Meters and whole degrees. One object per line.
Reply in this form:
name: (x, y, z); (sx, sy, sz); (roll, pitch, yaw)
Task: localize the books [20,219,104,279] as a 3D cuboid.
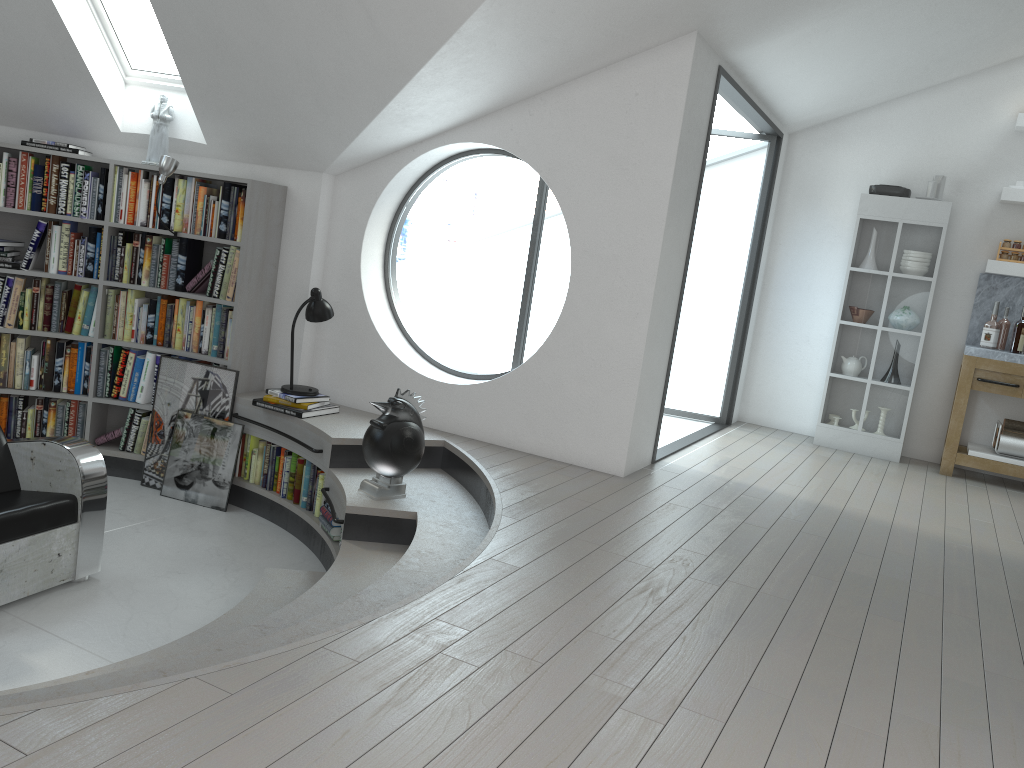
books: (-2.886, -0.891, 5.798); (0.552, 0.349, 0.257); (6, 8, -18)

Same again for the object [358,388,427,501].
object: (-0.607, 0.297, 4.573); (0.320, 0.560, 0.321); (8, 7, -2)

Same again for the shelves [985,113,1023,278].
shelves: (6.222, -0.807, 5.756); (5.559, 1.357, 0.481); (11, 8, 20)

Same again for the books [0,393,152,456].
books: (-3.026, 0.228, 5.861); (1.496, 0.310, 0.361); (7, 8, -12)

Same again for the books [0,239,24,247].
books: (-3.334, -0.912, 5.662); (0.286, 0.031, 0.270); (9, 8, 5)

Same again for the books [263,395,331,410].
books: (-1.331, 0.101, 5.494); (0.305, 0.034, 0.287); (11, 9, 15)

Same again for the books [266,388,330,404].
books: (-1.326, 0.069, 5.490); (0.286, 0.031, 0.269); (14, 10, 35)

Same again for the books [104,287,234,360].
books: (-2.190, -0.404, 5.846); (1.021, 0.346, 0.276); (10, 8, 11)

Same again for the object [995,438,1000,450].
object: (3.805, 0.487, 6.479); (0.480, 0.083, 0.093); (12, 9, 23)

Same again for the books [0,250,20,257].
books: (-3.343, -0.850, 5.670); (0.285, 0.031, 0.270); (6, 9, -14)

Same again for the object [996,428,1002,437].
object: (3.822, 0.406, 6.540); (0.436, 0.079, 0.115); (12, 9, 23)

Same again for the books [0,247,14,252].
books: (-3.338, -0.881, 5.666); (0.226, 0.036, 0.214); (6, 9, -14)

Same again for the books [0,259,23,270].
books: (-3.352, -0.788, 5.677); (0.387, 0.042, 0.367); (5, 9, -24)

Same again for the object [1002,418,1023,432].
object: (3.774, 0.332, 6.510); (0.292, 0.102, 0.104); (12, 8, 23)

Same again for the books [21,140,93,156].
books: (-2.929, -1.512, 5.717); (0.336, 0.036, 0.318); (7, 9, -12)

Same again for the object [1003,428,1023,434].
object: (3.772, 0.400, 6.451); (0.363, 0.086, 0.101); (12, 9, 23)

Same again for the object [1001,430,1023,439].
object: (3.761, 0.426, 6.371); (0.438, 0.093, 0.092); (12, 8, 23)

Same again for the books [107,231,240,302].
books: (-2.141, -0.781, 5.795); (1.053, 0.357, 0.280); (10, 8, 11)

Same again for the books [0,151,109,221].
books: (-3.069, -1.290, 5.642); (0.968, 0.366, 0.307); (5, 8, -21)

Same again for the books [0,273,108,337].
books: (-3.114, -0.529, 5.746); (0.973, 0.351, 0.253); (5, 8, -22)

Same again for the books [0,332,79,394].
books: (-3.252, -0.164, 5.769); (0.871, 0.349, 0.273); (5, 8, -23)

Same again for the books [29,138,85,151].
books: (-2.925, -1.540, 5.714); (0.247, 0.027, 0.234); (8, 8, -2)

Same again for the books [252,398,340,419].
books: (-1.336, 0.137, 5.498); (0.389, 0.042, 0.366); (12, 9, 25)

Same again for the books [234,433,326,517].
books: (-1.360, 0.536, 5.468); (1.151, 0.297, 0.272); (15, 10, 39)

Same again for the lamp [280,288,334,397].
lamp: (-1.254, -0.268, 5.479); (0.234, 0.658, 0.322); (14, 9, 40)

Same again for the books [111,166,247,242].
books: (-2.096, -1.159, 5.753); (1.014, 0.361, 0.293); (10, 8, 8)

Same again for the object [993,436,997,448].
object: (3.823, 0.477, 6.562); (0.456, 0.089, 0.091); (12, 8, 23)

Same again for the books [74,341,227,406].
books: (-2.315, -0.040, 5.888); (1.184, 0.357, 0.305); (9, 8, 7)

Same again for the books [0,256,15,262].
books: (-3.347, -0.820, 5.673); (0.285, 0.031, 0.270); (4, 10, -29)

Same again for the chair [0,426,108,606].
chair: (-2.439, 0.564, 4.018); (0.742, 0.717, 0.824); (11, 8, 20)

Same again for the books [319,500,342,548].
books: (-0.846, 0.795, 4.704); (0.240, 0.167, 0.668); (5, 9, -24)

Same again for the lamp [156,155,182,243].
lamp: (-2.112, -1.146, 5.533); (0.112, 0.523, 0.276); (10, 7, 16)
